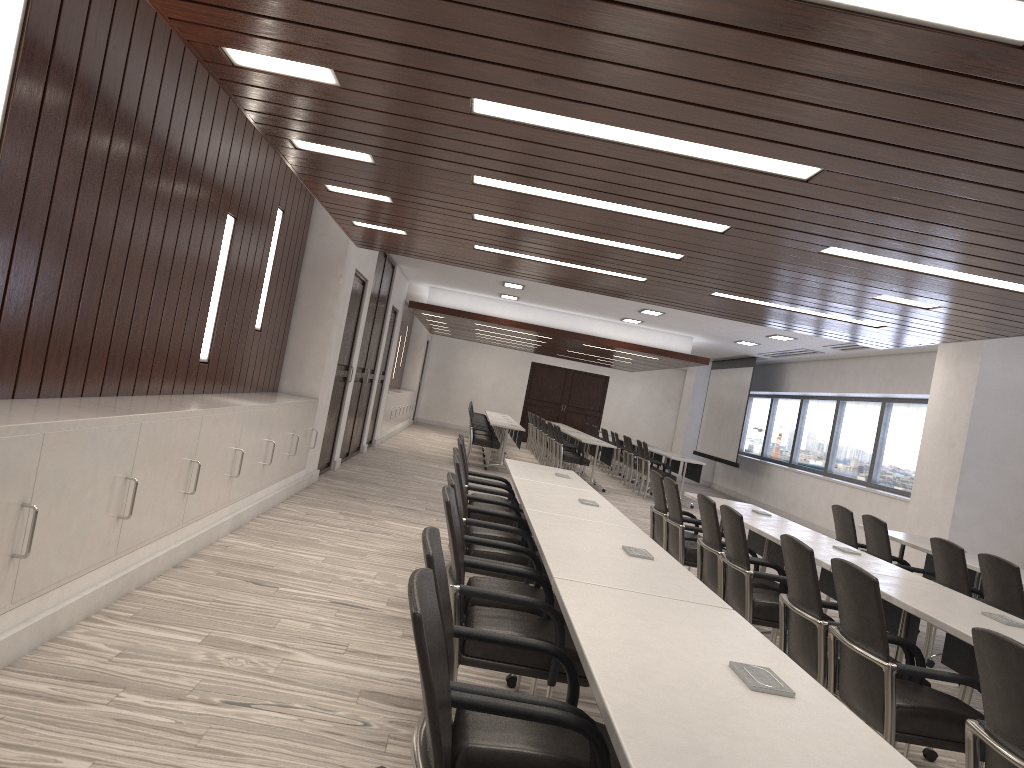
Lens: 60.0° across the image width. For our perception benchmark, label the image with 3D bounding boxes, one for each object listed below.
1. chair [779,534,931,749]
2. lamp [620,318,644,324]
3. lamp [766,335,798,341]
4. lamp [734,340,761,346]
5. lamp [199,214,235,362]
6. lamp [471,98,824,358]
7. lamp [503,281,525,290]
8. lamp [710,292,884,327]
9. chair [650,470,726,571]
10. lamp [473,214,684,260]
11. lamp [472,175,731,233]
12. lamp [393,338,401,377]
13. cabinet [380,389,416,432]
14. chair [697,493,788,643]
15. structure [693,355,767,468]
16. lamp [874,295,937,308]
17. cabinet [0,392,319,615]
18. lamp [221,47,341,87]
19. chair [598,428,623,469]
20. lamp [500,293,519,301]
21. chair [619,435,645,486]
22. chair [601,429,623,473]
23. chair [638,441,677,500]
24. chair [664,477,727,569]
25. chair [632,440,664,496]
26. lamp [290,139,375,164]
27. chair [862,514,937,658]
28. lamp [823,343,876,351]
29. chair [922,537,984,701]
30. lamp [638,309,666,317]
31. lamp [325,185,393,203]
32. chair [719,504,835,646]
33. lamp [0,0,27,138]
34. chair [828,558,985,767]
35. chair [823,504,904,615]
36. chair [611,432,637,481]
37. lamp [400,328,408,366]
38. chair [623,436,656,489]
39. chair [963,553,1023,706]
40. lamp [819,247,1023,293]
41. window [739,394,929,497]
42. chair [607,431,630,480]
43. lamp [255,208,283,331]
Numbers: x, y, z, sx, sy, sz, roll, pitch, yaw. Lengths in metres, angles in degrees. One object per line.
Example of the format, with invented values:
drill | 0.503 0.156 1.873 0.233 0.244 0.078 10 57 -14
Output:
chair | 1.426 1.175 3.830 0.638 0.939 0.513 11 -1 -2
lamp | 2.064 -1.130 15.186 0.324 0.120 0.519 11 -1 -2
lamp | 4.128 -0.756 13.557 0.324 0.120 0.519 11 -1 -2
lamp | 4.058 -0.751 15.267 0.324 0.120 0.519 11 -1 -2
lamp | -2.146 -0.686 6.307 0.094 1.058 0.236 11 -1 -2
lamp | 2.918 -0.796 10.076 1.469 0.552 14.296 11 -1 20
lamp | 0.035 -1.534 13.392 0.324 0.120 0.519 11 -1 -2
lamp | 2.435 -0.657 7.567 1.496 0.045 0.236 11 -1 -2
chair | 1.313 1.186 6.868 0.638 0.939 0.513 11 -1 -3
lamp | 0.467 -1.046 6.166 1.496 0.045 0.236 11 -1 -2
lamp | 0.512 -1.049 5.067 1.496 0.045 0.236 11 -1 -2
lamp | -2.736 -0.641 20.712 0.094 1.058 0.236 11 -1 -2
cabinet | -2.604 0.500 19.508 0.476 0.698 7.540 11 -1 -2
chair | 1.367 1.180 5.339 0.638 0.939 0.513 11 -1 -2
structure | 4.558 0.502 19.099 0.438 2.329 3.550 11 -1 -2
lamp | 2.786 -0.604 6.260 0.421 0.046 0.236 11 -1 -2
cabinet | -2.013 0.455 5.087 0.476 0.698 7.540 11 -1 -2
lamp | -0.952 -1.342 3.687 0.464 0.045 0.236 11 -1 -2
chair | 2.252 1.508 20.055 0.638 0.939 0.513 11 -1 -3
lamp | -0.035 -1.529 15.101 0.324 0.120 0.519 11 -1 -2
chair | 2.375 1.499 17.021 0.638 0.939 0.513 11 -1 -3
chair | 2.268 1.506 19.529 0.638 0.939 0.513 11 -1 -2
chair | 2.443 1.489 14.975 0.638 0.939 0.513 11 -1 -1
chair | 1.332 1.184 6.341 0.638 0.939 0.513 11 -1 -3
chair | 2.422 1.491 15.498 0.638 0.939 0.513 11 -1 -3
lamp | -1.006 -1.338 5.006 0.464 0.045 0.236 11 -1 -2
chair | 2.811 1.465 6.402 0.638 0.939 0.513 11 -1 -2
lamp | 4.063 -0.603 7.794 1.499 0.552 12.001 11 -1 14
chair | 2.847 1.461 5.407 0.638 0.939 0.513 11 -1 -2
lamp | 2.134 -1.135 13.476 0.324 0.120 0.519 11 -1 -2
lamp | -1.051 -1.334 6.105 0.464 0.045 0.236 11 -1 -2
chair | 1.387 1.178 4.816 0.638 0.939 0.513 11 -1 -3
lamp | -1.961 -1.008 3.233 0.094 1.058 0.236 11 -1 -2
chair | 1.466 1.176 3.301 0.638 0.939 0.513 11 -1 -3
chair | 2.774 1.464 6.922 0.638 0.939 0.513 11 -1 -2
chair | 2.319 1.499 18.011 0.638 0.939 0.513 11 -1 -2
lamp | -2.731 -0.949 22.034 0.094 1.058 0.236 11 -1 -2
chair | 2.379 1.494 16.499 0.638 0.939 0.513 11 -1 -2
chair | 2.873 1.461 4.885 0.638 0.939 0.513 11 -1 -2
lamp | 2.535 -0.664 5.149 1.496 0.045 0.236 11 -1 -2
window | 5.697 0.931 15.636 0.118 1.419 10.452 11 -1 -2
chair | 2.299 1.501 18.535 0.638 0.939 0.513 11 -1 -2
lamp | -2.141 -0.995 7.630 0.094 1.058 0.236 11 -1 -2
